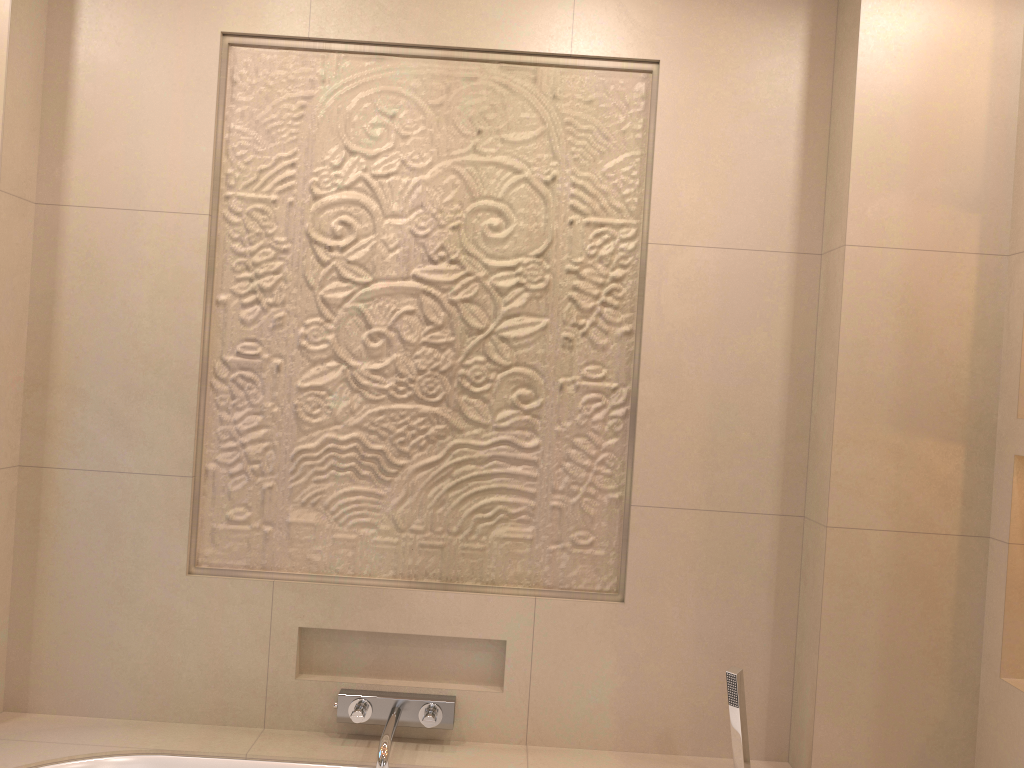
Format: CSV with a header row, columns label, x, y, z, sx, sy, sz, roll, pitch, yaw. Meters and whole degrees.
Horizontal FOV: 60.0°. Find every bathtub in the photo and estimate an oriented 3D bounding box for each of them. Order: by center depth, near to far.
label,x,y,z,sx,sy,sz,roll,pitch,yaw
bathtub,-0.302,1.130,1.631,2.662,0.540,1.060,4,0,0

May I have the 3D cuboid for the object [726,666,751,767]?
label,x,y,z,sx,sy,sz,roll,pitch,yaw
object,0.515,0.772,1.996,0.059,0.280,0.114,4,0,45

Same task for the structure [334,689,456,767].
label,x,y,z,sx,sy,sz,roll,pitch,yaw
structure,-0.285,0.799,2.032,0.290,0.097,0.259,4,0,0
